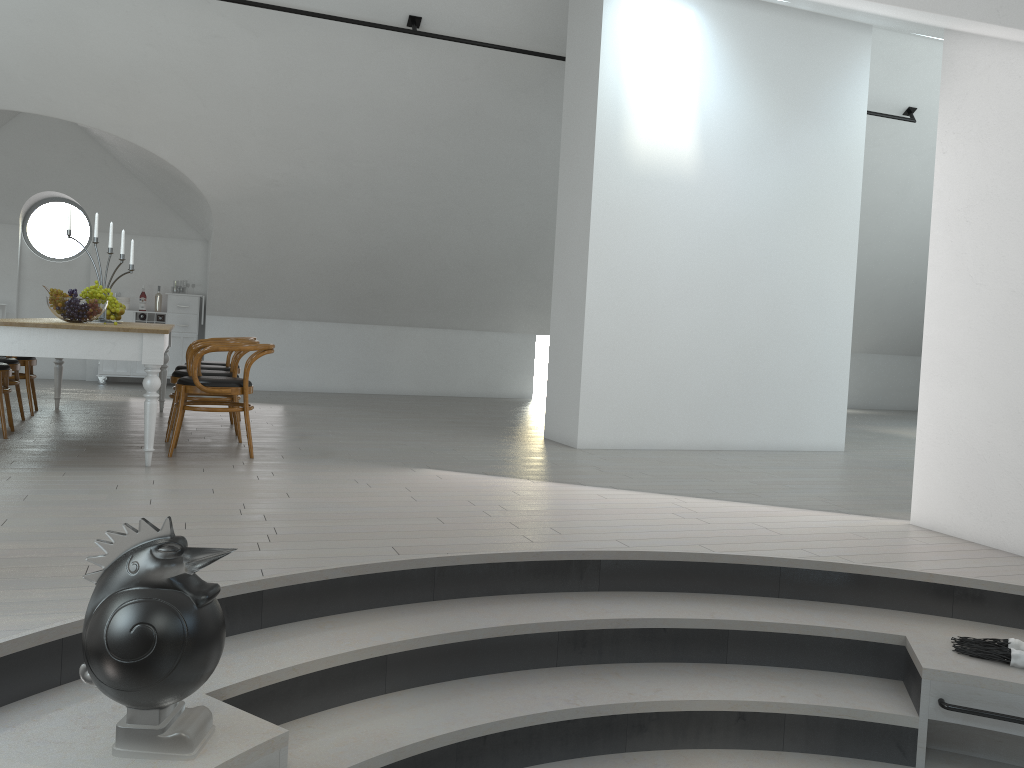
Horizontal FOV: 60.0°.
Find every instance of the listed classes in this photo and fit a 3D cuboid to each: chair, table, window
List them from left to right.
[{"bbox_3d":[-3.695,-0.022,5.943,0.621,0.734,0.528,2,2,-24],"label":"chair"},{"bbox_3d":[-4.004,-0.076,6.604,0.621,0.734,0.528,3,2,-17],"label":"chair"},{"bbox_3d":[-4.245,-0.128,7.286,0.621,0.734,0.528,2,2,-24],"label":"chair"},{"bbox_3d":[-5.694,-1.932,11.137,0.899,0.899,0.060,2,2,-20],"label":"window"},{"bbox_3d":[-3.040,-0.049,6.470,1.018,0.798,3.354,2,3,-20],"label":"table"},{"bbox_3d":[-2.412,-0.015,7.143,0.621,0.734,0.528,2,2,-25],"label":"chair"},{"bbox_3d":[-2.175,0.036,6.456,0.621,0.734,0.528,2,2,-20],"label":"chair"},{"bbox_3d":[-2.598,-0.065,7.845,0.621,0.734,0.528,3,2,-18],"label":"chair"},{"bbox_3d":[-1.885,0.090,5.789,0.621,0.734,0.528,3,2,-17],"label":"chair"}]

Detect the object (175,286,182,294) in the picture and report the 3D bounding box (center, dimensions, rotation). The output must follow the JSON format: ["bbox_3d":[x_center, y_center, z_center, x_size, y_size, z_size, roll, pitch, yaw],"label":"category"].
[{"bbox_3d":[-4.177,-1.176,11.091,0.082,0.105,0.082,4,2,18],"label":"object"}]

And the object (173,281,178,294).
[{"bbox_3d":[-4.234,-1.215,11.147,0.048,0.169,0.048,4,2,12],"label":"object"}]

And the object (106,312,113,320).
[{"bbox_3d":[-3.390,-0.575,7.439,0.078,0.074,0.080,4,3,24],"label":"object"}]

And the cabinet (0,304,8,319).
[{"bbox_3d":[-6.471,-0.564,10.206,1.134,0.788,0.497,2,2,-20],"label":"cabinet"}]

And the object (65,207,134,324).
[{"bbox_3d":[-3.060,-0.893,6.602,0.776,0.874,0.265,5,3,44],"label":"object"}]

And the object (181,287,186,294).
[{"bbox_3d":[-4.177,-1.182,11.261,0.071,0.098,0.071,3,2,-12],"label":"object"}]

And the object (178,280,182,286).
[{"bbox_3d":[-4.236,-1.228,11.293,0.054,0.179,0.054,2,2,-26],"label":"object"}]

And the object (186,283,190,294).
[{"bbox_3d":[-4.098,-1.199,11.201,0.046,0.143,0.046,3,2,-9],"label":"object"}]

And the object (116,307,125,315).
[{"bbox_3d":[-3.281,-0.611,7.429,0.070,0.072,0.071,5,3,34],"label":"object"}]

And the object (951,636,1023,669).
[{"bbox_3d":[1.824,0.970,3.158,0.473,0.082,0.218,5,4,32],"label":"object"}]

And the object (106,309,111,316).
[{"bbox_3d":[-3.366,-0.594,7.368,0.059,0.056,0.059,2,3,-26],"label":"object"}]

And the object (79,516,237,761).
[{"bbox_3d":[-0.875,0.605,2.184,0.321,0.562,0.320,5,3,43],"label":"object"}]

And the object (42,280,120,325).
[{"bbox_3d":[-2.756,-0.529,5.674,0.292,0.284,0.394,5,3,34],"label":"object"}]

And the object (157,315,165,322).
[{"bbox_3d":[-4.398,-0.823,11.097,0.087,0.084,0.360,2,3,-20],"label":"object"}]

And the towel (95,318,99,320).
[{"bbox_3d":[-5.132,-0.736,10.953,0.049,0.203,0.150,3,2,-20],"label":"towel"}]

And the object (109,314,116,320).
[{"bbox_3d":[-3.335,-0.556,7.402,0.049,0.050,0.051,3,2,-17],"label":"object"}]

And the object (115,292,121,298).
[{"bbox_3d":[-4.969,-1.056,11.130,0.115,0.209,0.065,3,2,-18],"label":"object"}]

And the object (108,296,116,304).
[{"bbox_3d":[-3.348,-0.699,7.423,0.072,0.074,0.072,2,2,-20],"label":"object"}]

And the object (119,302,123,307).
[{"bbox_3d":[-3.304,-0.658,7.449,0.058,0.057,0.053,3,2,-6],"label":"object"}]

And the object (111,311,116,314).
[{"bbox_3d":[-3.360,-0.625,7.502,0.077,0.076,0.076,5,3,36],"label":"object"}]

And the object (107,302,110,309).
[{"bbox_3d":[-3.380,-0.651,7.384,0.072,0.071,0.066,5,3,39],"label":"object"}]

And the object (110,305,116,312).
[{"bbox_3d":[-3.309,-0.629,7.374,0.071,0.064,0.072,2,3,-27],"label":"object"}]

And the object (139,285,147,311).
[{"bbox_3d":[-4.601,-1.071,11.054,0.081,0.329,0.081,3,2,-25],"label":"object"}]

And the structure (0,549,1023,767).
[{"bbox_3d":[0.825,1.193,1.525,4.713,0.692,4.710,5,3,25],"label":"structure"}]

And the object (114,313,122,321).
[{"bbox_3d":[-3.324,-0.566,7.471,0.063,0.063,0.064,3,2,-9],"label":"object"}]

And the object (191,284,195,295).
[{"bbox_3d":[-4.048,-1.199,11.254,0.046,0.143,0.046,3,2,-9],"label":"object"}]

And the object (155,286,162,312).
[{"bbox_3d":[-4.430,-1.065,11.111,0.085,0.330,0.085,4,2,29],"label":"object"}]

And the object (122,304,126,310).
[{"bbox_3d":[-3.302,-0.645,7.506,0.062,0.063,0.063,5,3,32],"label":"object"}]

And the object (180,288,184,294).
[{"bbox_3d":[-4.178,-1.171,11.178,0.077,0.085,0.077,3,2,-13],"label":"object"}]

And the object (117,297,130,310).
[{"bbox_3d":[-4.801,-0.991,10.956,0.154,0.160,0.158,4,2,8],"label":"object"}]

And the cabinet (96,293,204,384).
[{"bbox_3d":[-4.541,-0.571,11.124,1.242,1.153,0.610,2,2,-20],"label":"cabinet"}]

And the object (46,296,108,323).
[{"bbox_3d":[-2.788,-0.469,5.680,0.360,0.159,0.360,1,4,-40],"label":"object"}]

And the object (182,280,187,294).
[{"bbox_3d":[-4.185,-1.231,11.331,0.063,0.187,0.063,2,2,-34],"label":"object"}]

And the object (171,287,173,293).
[{"bbox_3d":[-4.259,-1.182,11.220,0.093,0.093,0.094,4,2,12],"label":"object"}]

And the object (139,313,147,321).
[{"bbox_3d":[-4.595,-0.835,11.032,0.092,0.094,0.359,2,3,-20],"label":"object"}]
